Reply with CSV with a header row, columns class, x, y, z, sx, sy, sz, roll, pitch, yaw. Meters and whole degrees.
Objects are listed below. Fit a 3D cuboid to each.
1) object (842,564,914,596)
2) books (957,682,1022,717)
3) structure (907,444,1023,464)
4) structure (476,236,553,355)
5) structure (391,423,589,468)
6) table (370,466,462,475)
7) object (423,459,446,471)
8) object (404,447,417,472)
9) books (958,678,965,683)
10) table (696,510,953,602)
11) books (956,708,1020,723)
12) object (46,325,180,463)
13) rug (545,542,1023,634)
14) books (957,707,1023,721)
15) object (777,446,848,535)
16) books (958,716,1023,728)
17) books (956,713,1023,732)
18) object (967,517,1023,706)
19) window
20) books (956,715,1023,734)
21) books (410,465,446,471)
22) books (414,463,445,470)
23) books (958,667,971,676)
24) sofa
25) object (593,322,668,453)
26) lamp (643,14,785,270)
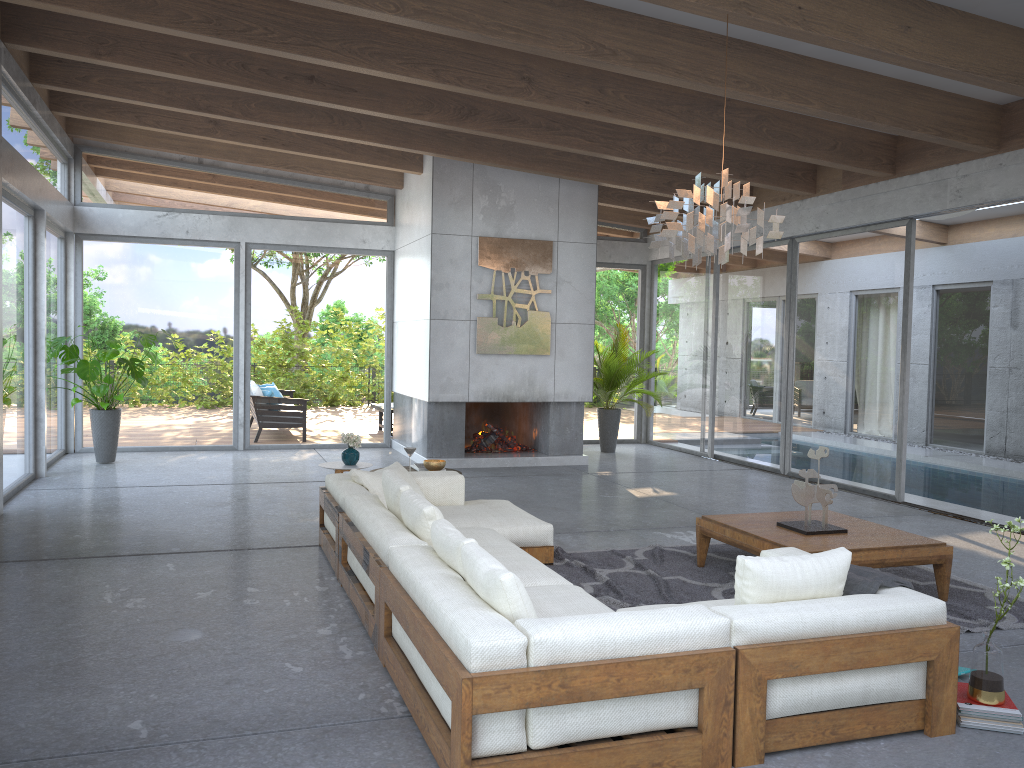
class,x,y,z,sx,sy,sz,roll,pitch,yaw
object,1.340,1.120,3.699,0.857,0.704,0.472,0,3,-22
books,1.888,1.262,3.564,0.219,0.012,0.286,2,3,16
structure,7.789,1.200,9.453,0.477,0.068,13.673,0,3,-19
structure,0.032,-1.019,10.372,0.919,1.351,0.041,0,3,-19
structure,-0.370,0.637,11.510,2.012,0.595,2.203,0,3,-19
table,-0.754,0.906,6.883,0.725,0.441,0.725,3,3,33
object,-0.598,0.642,6.852,0.173,0.097,0.173,-1,3,-40
object,-0.768,0.588,6.674,0.099,0.212,0.099,2,3,12
books,1.857,1.298,3.854,0.219,0.012,0.286,1,3,-4
table,1.887,1.071,5.512,1.048,0.352,1.112,0,3,-19
books,1.886,1.287,3.570,0.219,0.012,0.286,2,3,16
object,-4.680,0.107,10.125,1.416,1.540,1.731,1,3,0
rug,1.333,1.210,5.390,3.186,0.056,2.187,0,3,-18
books,1.891,1.275,3.561,0.219,0.012,0.286,2,3,16
object,1.864,0.636,5.506,0.346,0.518,0.379,0,3,-19
books,1.889,1.300,3.556,0.219,0.012,0.286,2,3,16
books,1.890,1.312,3.552,0.219,0.012,0.286,2,3,16
object,1.911,0.885,3.466,0.171,0.750,0.238,1,3,2
window,1.920,-0.606,5.132,14.294,3.764,23.280,0,3,-19
books,1.888,1.325,3.557,0.219,0.012,0.286,2,3,16
books,-0.671,0.671,7.084,0.220,0.015,0.303,0,3,-19
books,-0.663,0.657,7.083,0.205,0.012,0.290,1,3,-14
books,1.904,1.277,3.974,0.288,0.074,0.219,-1,4,-43
sofa,0.170,0.933,4.822,1.965,0.777,3.733,0,3,-19
object,1.347,0.024,12.167,1.484,1.819,1.798,1,3,-12
lamp,1.049,-1.351,4.992,0.862,1.400,0.636,3,3,28
